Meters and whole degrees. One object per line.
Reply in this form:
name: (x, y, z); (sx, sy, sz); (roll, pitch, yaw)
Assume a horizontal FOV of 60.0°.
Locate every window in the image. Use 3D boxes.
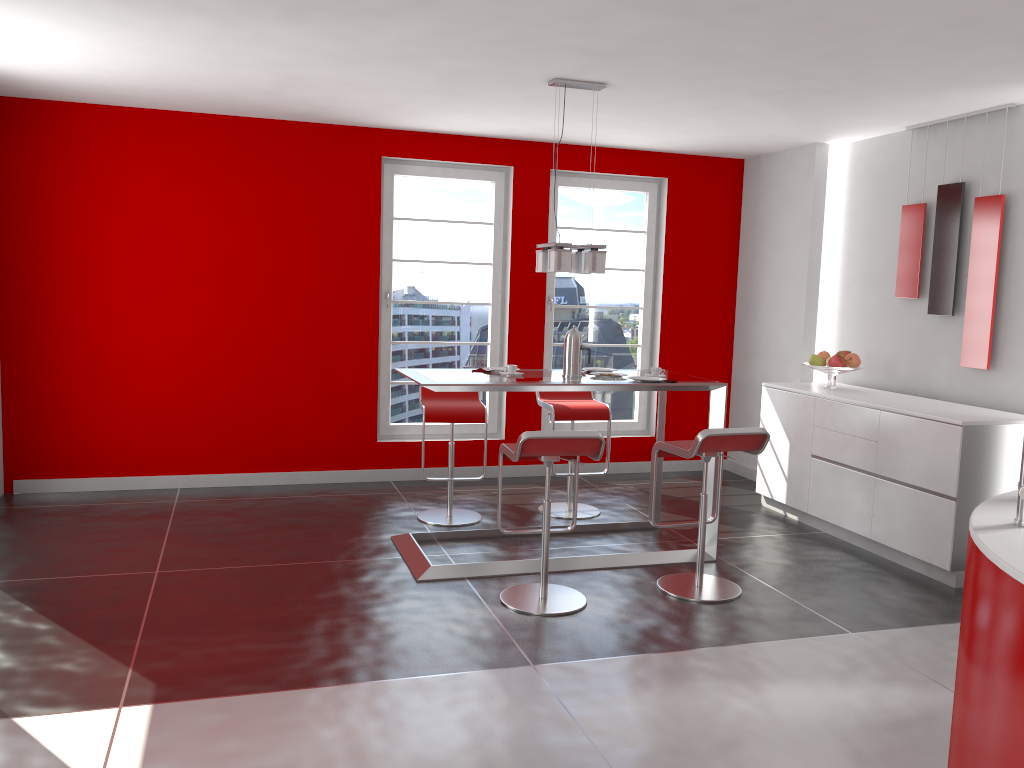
window: (-0.535, -0.622, 6.807); (0.938, 2.038, 0.117); (0, 6, -17)
window: (0.706, -0.623, 7.194); (0.938, 2.038, 0.117); (0, 6, -17)

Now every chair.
chair: (0.968, 0.612, 4.428); (0.418, 0.857, 0.460); (-1, 7, -22)
chair: (-0.390, 0.432, 5.681); (0.418, 0.857, 0.460); (1, 6, -10)
chair: (0.168, 0.612, 4.184); (0.418, 0.857, 0.460); (0, 6, -13)
chair: (0.393, 0.429, 5.945); (0.418, 0.857, 0.460); (0, 6, -15)

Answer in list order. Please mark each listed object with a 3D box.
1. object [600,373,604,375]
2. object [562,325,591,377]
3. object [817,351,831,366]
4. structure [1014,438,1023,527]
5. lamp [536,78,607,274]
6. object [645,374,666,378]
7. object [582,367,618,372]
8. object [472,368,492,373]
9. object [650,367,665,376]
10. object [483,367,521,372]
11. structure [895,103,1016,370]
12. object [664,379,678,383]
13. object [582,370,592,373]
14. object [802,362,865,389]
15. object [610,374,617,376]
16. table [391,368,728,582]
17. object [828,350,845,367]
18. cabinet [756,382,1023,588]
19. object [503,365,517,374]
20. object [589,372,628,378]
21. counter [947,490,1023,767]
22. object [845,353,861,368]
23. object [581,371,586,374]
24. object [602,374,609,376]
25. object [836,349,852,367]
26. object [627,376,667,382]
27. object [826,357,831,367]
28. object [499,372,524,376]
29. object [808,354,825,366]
object: (0.515, -0.056, 5.039); (0.034, 0.006, 0.036); (1, 6, -5)
object: (0.358, -0.186, 4.964); (0.149, 0.287, 0.113); (1, 6, -9)
object: (2.130, -0.173, 6.062); (0.096, 0.105, 0.117); (3, 6, 12)
structure: (1.471, -0.065, 2.344); (0.178, 0.920, 0.308); (5, 7, 26)
lamp: (0.338, -1.126, 4.872); (0.304, 1.025, 0.304); (0, 6, -17)
object: (0.820, -0.044, 5.068); (0.119, 0.016, 0.119); (2, 6, 2)
object: (0.529, -0.082, 5.323); (0.217, 0.015, 0.217); (-4, 8, -41)
object: (-0.191, -0.079, 5.095); (0.095, 0.012, 0.234); (0, 6, -19)
object: (0.828, -0.068, 5.067); (0.078, 0.049, 0.062); (0, 6, -18)
object: (-0.058, -0.081, 5.133); (0.217, 0.015, 0.217); (3, 6, 7)
structure: (2.667, -0.874, 5.441); (0.040, 1.503, 0.820); (0, 6, -17)
object: (0.873, -0.021, 4.884); (0.095, 0.012, 0.234); (0, 6, -17)
object: (0.395, -0.080, 5.285); (0.095, 0.012, 0.234); (0, 6, -19)
object: (2.154, -0.049, 5.969); (0.398, 0.159, 0.398); (6, 7, 32)
object: (0.569, -0.050, 4.997); (0.034, 0.006, 0.036); (-2, 7, -29)
table: (0.234, 0.451, 5.026); (1.700, 1.000, 0.800); (0, 6, -17)
object: (2.143, -0.163, 5.865); (0.097, 0.133, 0.117); (-1, 7, -28)
cabinet: (2.303, 0.527, 5.511); (0.610, 0.880, 1.802); (0, 6, -17)
object: (-0.010, -0.080, 4.926); (0.078, 0.049, 0.062); (2, 6, 5)
object: (0.548, -0.049, 5.026); (0.217, 0.015, 0.217); (4, 7, 20)
counter: (2.137, 0.871, 2.267); (1.868, 0.880, 2.865); (4, 6, 16)
object: (2.271, -0.156, 5.895); (0.121, 0.101, 0.097); (-3, 8, -38)
object: (0.368, -0.068, 5.151); (0.119, 0.016, 0.119); (0, 7, -20)
object: (0.527, -0.051, 5.000); (0.036, 0.006, 0.034); (3, 6, 6)
object: (2.245, -0.178, 6.019); (0.117, 0.129, 0.150); (5, 7, 30)
object: (0.739, -0.024, 4.848); (0.217, 0.015, 0.217); (4, 6, 19)
object: (2.165, -0.142, 5.986); (0.086, 0.079, 0.084); (3, 6, 11)
object: (-0.003, -0.056, 4.928); (0.119, 0.016, 0.119); (-3, 8, -37)
object: (2.042, -0.156, 5.945); (0.100, 0.086, 0.083); (6, 7, 32)
